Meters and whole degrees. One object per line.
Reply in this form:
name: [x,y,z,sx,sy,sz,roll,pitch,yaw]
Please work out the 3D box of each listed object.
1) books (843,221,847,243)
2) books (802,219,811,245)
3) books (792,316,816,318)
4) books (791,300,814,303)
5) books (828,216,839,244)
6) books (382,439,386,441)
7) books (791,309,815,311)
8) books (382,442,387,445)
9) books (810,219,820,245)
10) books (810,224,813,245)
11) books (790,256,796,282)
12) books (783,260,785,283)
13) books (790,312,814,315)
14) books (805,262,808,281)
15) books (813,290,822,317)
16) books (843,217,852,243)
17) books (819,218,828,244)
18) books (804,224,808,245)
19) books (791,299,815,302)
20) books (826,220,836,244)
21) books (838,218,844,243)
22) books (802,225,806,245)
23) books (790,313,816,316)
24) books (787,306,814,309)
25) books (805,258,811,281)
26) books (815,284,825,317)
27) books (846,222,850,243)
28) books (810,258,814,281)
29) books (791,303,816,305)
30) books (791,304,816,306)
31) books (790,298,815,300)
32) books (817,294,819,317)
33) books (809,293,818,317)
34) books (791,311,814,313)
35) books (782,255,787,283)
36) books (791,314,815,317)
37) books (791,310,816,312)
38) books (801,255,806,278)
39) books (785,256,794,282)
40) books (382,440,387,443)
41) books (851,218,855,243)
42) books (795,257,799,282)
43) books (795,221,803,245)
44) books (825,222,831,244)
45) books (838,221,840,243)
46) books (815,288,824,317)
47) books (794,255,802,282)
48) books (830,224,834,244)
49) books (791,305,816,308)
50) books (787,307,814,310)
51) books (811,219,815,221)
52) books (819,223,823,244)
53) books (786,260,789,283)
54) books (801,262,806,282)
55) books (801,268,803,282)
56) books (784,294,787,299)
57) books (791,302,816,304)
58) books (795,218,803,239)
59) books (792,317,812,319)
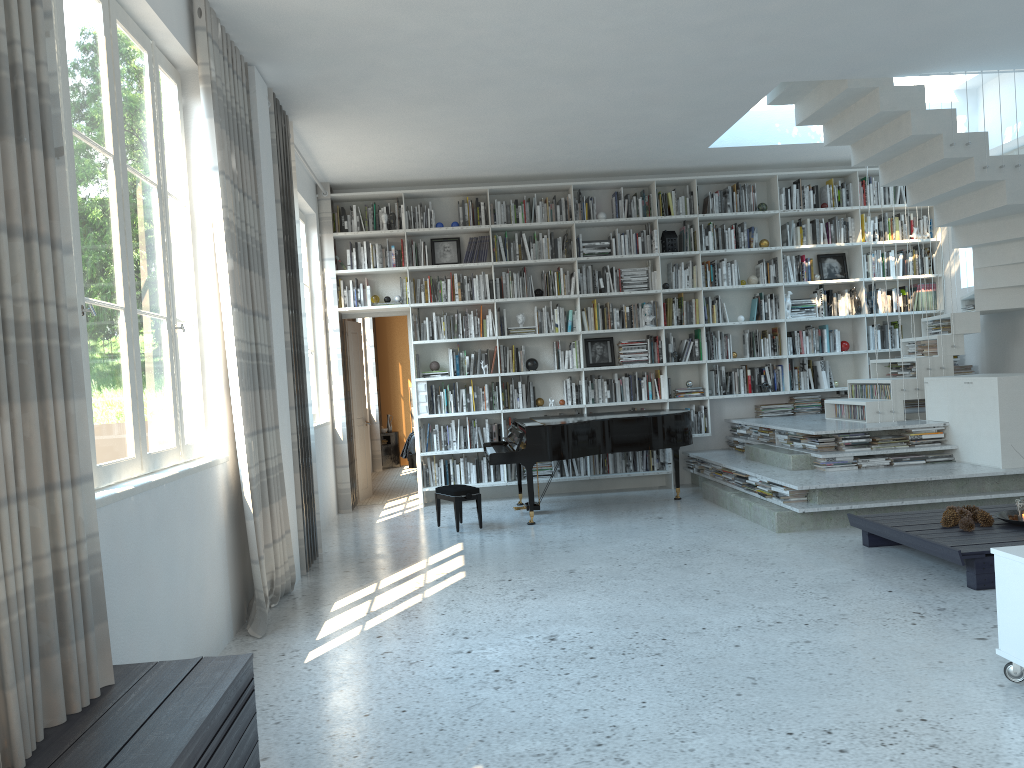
books: [3.431,-1.559,9.230,0.030,0.241,0.162,-4,1,-4]
books: [3.053,-1.559,9.203,0.026,0.288,0.156,-4,1,-4]
books: [2.993,-0.692,9.221,0.285,0.012,0.159,-4,0,0]
books: [2.986,-0.849,9.223,0.254,0.012,0.161,-4,0,-2]
books: [3.343,-1.580,9.214,0.022,0.294,0.180,-4,1,-4]
books: [-1.958,0.837,13.124,0.133,0.012,0.189,-3,0,13]
books: [2.989,-0.765,9.218,0.254,0.012,0.161,-4,0,-9]
books: [-1.951,0.880,13.117,0.128,0.030,0.182,-3,1,18]
books: [3.111,-1.551,9.165,0.032,0.265,0.245,-4,1,-4]
books: [3.079,-1.536,9.215,0.025,0.238,0.142,-4,1,-4]
books: [2.906,-1.180,9.217,0.012,0.285,0.159,-4,1,-4]
books: [2.791,-1.157,9.219,0.030,0.253,0.128,-4,1,-4]
books: [2.990,-0.728,9.221,0.254,0.012,0.161,-4,0,0]
books: [3.033,-1.152,9.215,0.033,0.213,0.152,-4,1,-4]
books: [3.183,-0.829,9.242,0.012,0.285,0.159,-4,1,-4]
books: [3.492,-1.584,9.240,0.026,0.284,0.147,-4,1,-4]
books: [3.226,-1.567,9.228,0.048,0.283,0.162,-4,1,-4]
books: [3.029,-1.531,9.222,0.024,0.236,0.146,-4,1,-4]
books: [2.985,-0.861,9.223,0.285,0.012,0.159,-4,0,-6]
books: [3.320,-1.563,9.227,0.023,0.264,0.156,-4,1,-4]
books: [3.397,-1.572,9.220,0.036,0.272,0.177,-4,1,-4]
books: [3.003,-1.524,9.207,0.030,0.224,0.158,-4,1,-4]
books: [2.991,-0.716,9.218,0.285,0.012,0.159,-4,0,1]
books: [2.990,-0.789,9.218,0.254,0.012,0.161,-4,0,1]
books: [3.059,-1.174,9.216,0.021,0.253,0.167,-4,1,-4]
books: [3.205,-0.857,9.216,0.010,0.339,0.180,-4,1,-4]
books: [3.469,-1.558,9.242,0.022,0.234,0.158,-4,1,-4]
books: [3.084,-1.171,9.207,0.026,0.244,0.178,-4,1,-4]
books: [2.988,-0.825,9.216,0.285,0.012,0.159,-4,0,-9]
books: [2.988,-0.813,9.224,0.285,0.012,0.159,-4,0,-2]
books: [2.984,-0.873,9.222,0.285,0.012,0.159,-4,0,-2]
books: [3.158,-0.808,9.248,0.023,0.247,0.138,-4,1,-4]
books: [3.141,-0.811,9.229,0.012,0.254,0.161,-4,1,-4]
books: [2.989,-0.741,9.225,0.254,0.012,0.161,-4,0,-2]
books: [2.813,-1.182,9.207,0.015,0.301,0.140,-4,1,-4]
books: [2.992,-0.704,9.221,0.254,0.012,0.161,-4,0,-8]
books: [2.990,-0.753,9.225,0.285,0.012,0.159,-4,0,-6]
books: [3.008,-1.187,9.208,0.014,0.285,0.175,-4,1,-4]
books: [2.865,-1.180,9.207,0.065,0.289,0.145,-4,1,-4]
books: [-1.957,0.854,13.116,0.189,0.022,0.133,-4,1,-43]
books: [3.521,-1.577,9.240,0.031,0.265,0.169,-4,1,-4]
books: [2.934,-1.174,9.229,0.043,0.269,0.131,-4,1,-4]
books: [2.964,-1.539,9.195,0.026,0.261,0.167,-4,1,-4]
books: [3.260,-1.548,9.207,0.014,0.240,0.189,-4,1,-4]
books: [3.374,-1.559,9.228,0.011,0.249,0.152,-4,1,-4]
books: [3.196,-0.837,9.216,0.011,0.300,0.184,-4,1,-4]
books: [2.962,-1.185,9.207,0.012,0.287,0.176,-4,1,-4]
books: [3.296,-1.539,9.217,0.031,0.217,0.165,-4,1,-4]
books: [2.989,-0.801,9.221,0.285,0.012,0.159,-4,0,-7]
books: [2.988,-0.777,9.228,0.254,0.012,0.161,-4,0,-4]
books: [3.137,-1.563,9.227,0.012,0.285,0.159,-4,1,-4]
books: [3.175,-1.537,9.197,0.030,0.230,0.187,-4,1,-4]
books: [2.828,-1.157,9.200,0.011,0.248,0.155,-4,1,-4]
books: [2.998,-1.147,9.197,0.013,0.207,0.189,-4,1,-4]
books: [2.977,-1.176,9.221,0.020,0.267,0.152,-4,1,-4]
books: [2.821,-0.797,9.218,0.028,0.267,0.137,-4,1,-4]
books: [2.987,-0.837,9.223,0.285,0.012,0.159,-4,0,-2]
books: [2.981,-1.558,9.205,0.011,0.296,0.162,-4,1,-4]
books: [2.993,-0.680,9.219,0.285,0.012,0.159,-4,0,-9]
